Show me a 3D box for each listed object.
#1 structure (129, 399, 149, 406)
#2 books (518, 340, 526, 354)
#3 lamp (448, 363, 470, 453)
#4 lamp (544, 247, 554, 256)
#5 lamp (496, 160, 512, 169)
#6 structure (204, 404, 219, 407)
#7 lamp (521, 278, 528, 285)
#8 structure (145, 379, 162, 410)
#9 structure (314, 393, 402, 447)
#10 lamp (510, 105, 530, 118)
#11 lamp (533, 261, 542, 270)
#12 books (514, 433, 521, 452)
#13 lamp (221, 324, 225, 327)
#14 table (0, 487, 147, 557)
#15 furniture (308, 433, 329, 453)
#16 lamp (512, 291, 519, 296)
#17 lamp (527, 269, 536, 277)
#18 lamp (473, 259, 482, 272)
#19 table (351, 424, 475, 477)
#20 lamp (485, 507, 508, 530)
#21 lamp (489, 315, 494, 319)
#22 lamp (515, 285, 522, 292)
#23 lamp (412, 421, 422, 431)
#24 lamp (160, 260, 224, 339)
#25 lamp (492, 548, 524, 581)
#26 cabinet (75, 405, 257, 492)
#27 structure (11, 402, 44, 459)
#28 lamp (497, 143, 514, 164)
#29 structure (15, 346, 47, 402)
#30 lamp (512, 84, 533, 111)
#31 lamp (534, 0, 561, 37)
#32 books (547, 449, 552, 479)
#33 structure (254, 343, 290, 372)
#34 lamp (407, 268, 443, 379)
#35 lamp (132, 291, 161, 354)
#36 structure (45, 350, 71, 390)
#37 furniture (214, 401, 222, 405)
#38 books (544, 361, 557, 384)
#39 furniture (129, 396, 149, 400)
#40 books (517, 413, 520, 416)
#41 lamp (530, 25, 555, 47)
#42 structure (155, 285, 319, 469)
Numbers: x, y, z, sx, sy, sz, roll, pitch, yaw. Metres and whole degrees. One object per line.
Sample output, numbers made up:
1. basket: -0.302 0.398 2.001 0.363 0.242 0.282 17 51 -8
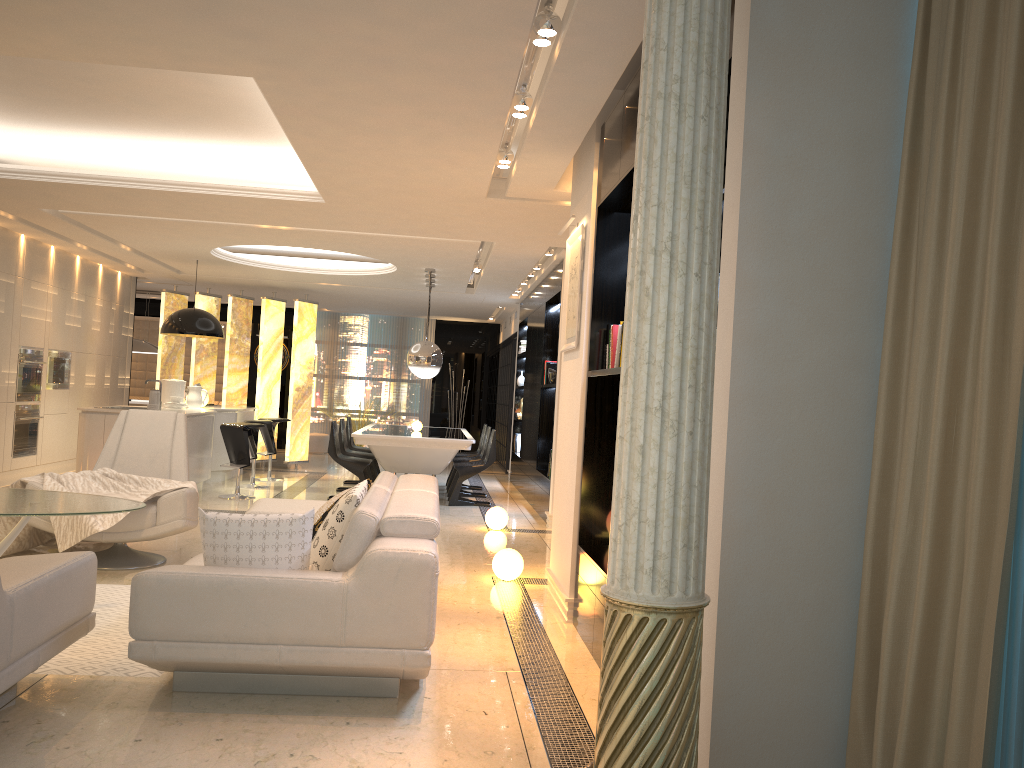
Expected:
1. structure: -6.508 0.657 14.566 2.912 0.812 1.659 3 -1 -5
2. books: 0.225 -0.527 12.855 0.259 0.188 0.302 3 -1 2
3. lamp: -1.040 0.517 16.748 0.418 1.801 0.200 3 -1 -5
4. lamp: 0.368 -1.341 8.821 0.107 0.127 0.107 4 -1 -24
5. lamp: -0.050 -1.412 5.543 0.107 0.127 0.107 3 -1 6
6. structure: -4.155 0.262 11.497 0.502 0.026 0.811 3 -1 -5
7. lamp: 0.155 -1.319 11.227 0.107 0.127 0.107 4 -1 -24
8. structure: -3.732 0.110 9.203 0.177 0.310 0.089 3 -1 -5
9. structure: -2.760 0.736 16.030 1.282 1.142 1.275 3 -1 41
10. lamp: 0.041 -1.421 4.517 0.107 0.127 0.107 3 -1 6
11. lamp: 0.279 -1.332 9.822 0.107 0.127 0.107 4 -1 -24
12. books: 0.143 0.856 12.895 0.210 0.270 0.236 3 -1 -5
13. lamp: -5.680 -1.178 17.392 0.107 0.127 0.107 4 -1 -24
14. table: -2.913 0.831 4.326 2.140 0.565 0.999 3 -1 -6
15. furniture: -3.742 1.075 16.352 0.735 0.357 0.735 3 -1 -3
16. lamp: 0.044 -1.307 12.483 0.107 0.127 0.107 4 -1 -24
17. lamp: 0.227 -1.326 10.416 0.107 0.127 0.107 4 -1 -24
18. lamp: -0.402 -1.366 10.235 0.107 0.127 0.271 3 -1 -5
19. table: -1.174 0.944 10.673 1.293 0.759 3.031 3 -1 -5
20. lamp: -0.141 1.243 8.209 0.212 0.214 0.213 3 -1 34
21. lamp: -0.391 -1.274 16.587 0.107 0.127 0.107 4 -1 -24
22. lamp: 0.084 -1.312 12.036 0.107 0.127 0.107 4 -1 -24
23. lamp: -1.133 0.502 10.587 0.125 0.125 0.125 4 -1 -44
24. lamp: -3.725 -1.010 10.421 0.710 0.898 0.710 3 -1 5
25. lamp: -0.027 1.218 5.983 0.212 0.214 0.213 3 -1 34
26. cabinet: -3.883 0.718 10.362 1.046 0.887 3.752 3 -1 -5
27. structure: -5.526 0.488 9.643 0.595 0.597 0.609 3 -1 -5
28. lamp: -0.040 -1.413 5.428 0.107 0.127 0.107 3 -1 6
29. structure: -5.490 -0.120 9.652 0.595 0.597 0.609 3 -1 -5
30. lamp: 0.051 -1.423 4.395 0.107 0.127 0.107 4 -1 -24
31. lamp: 0.140 -1.419 3.448 0.107 0.127 0.107 4 -1 -24
32. books: 0.482 0.806 8.910 0.222 0.296 0.345 3 -1 -5
33. structure: -4.516 -0.519 16.680 0.669 0.669 0.048 3 -1 -5
34. lamp: -1.023 -0.682 10.726 0.408 1.226 1.827 3 -1 -5
35. lamp: -6.414 -1.032 14.607 1.578 0.995 0.939 3 -1 -5
36. structure: -5.540 -0.171 10.396 0.446 0.450 0.659 3 -1 -5
37. furniture: -5.771 0.741 17.133 1.312 0.810 1.107 3 -1 -5
38. books: 0.472 -0.120 9.812 0.210 0.270 0.236 3 -1 -5
39. furniture: -7.668 0.628 16.966 1.312 0.810 1.107 3 -1 -5
40. books: 0.175 0.463 12.833 0.209 0.073 0.266 3 -1 -2
41. lamp: 0.124 -1.430 3.577 0.107 0.127 0.107 4 -1 -24
42. structure: -4.002 -0.089 12.867 2.180 2.555 0.448 3 -1 -5
